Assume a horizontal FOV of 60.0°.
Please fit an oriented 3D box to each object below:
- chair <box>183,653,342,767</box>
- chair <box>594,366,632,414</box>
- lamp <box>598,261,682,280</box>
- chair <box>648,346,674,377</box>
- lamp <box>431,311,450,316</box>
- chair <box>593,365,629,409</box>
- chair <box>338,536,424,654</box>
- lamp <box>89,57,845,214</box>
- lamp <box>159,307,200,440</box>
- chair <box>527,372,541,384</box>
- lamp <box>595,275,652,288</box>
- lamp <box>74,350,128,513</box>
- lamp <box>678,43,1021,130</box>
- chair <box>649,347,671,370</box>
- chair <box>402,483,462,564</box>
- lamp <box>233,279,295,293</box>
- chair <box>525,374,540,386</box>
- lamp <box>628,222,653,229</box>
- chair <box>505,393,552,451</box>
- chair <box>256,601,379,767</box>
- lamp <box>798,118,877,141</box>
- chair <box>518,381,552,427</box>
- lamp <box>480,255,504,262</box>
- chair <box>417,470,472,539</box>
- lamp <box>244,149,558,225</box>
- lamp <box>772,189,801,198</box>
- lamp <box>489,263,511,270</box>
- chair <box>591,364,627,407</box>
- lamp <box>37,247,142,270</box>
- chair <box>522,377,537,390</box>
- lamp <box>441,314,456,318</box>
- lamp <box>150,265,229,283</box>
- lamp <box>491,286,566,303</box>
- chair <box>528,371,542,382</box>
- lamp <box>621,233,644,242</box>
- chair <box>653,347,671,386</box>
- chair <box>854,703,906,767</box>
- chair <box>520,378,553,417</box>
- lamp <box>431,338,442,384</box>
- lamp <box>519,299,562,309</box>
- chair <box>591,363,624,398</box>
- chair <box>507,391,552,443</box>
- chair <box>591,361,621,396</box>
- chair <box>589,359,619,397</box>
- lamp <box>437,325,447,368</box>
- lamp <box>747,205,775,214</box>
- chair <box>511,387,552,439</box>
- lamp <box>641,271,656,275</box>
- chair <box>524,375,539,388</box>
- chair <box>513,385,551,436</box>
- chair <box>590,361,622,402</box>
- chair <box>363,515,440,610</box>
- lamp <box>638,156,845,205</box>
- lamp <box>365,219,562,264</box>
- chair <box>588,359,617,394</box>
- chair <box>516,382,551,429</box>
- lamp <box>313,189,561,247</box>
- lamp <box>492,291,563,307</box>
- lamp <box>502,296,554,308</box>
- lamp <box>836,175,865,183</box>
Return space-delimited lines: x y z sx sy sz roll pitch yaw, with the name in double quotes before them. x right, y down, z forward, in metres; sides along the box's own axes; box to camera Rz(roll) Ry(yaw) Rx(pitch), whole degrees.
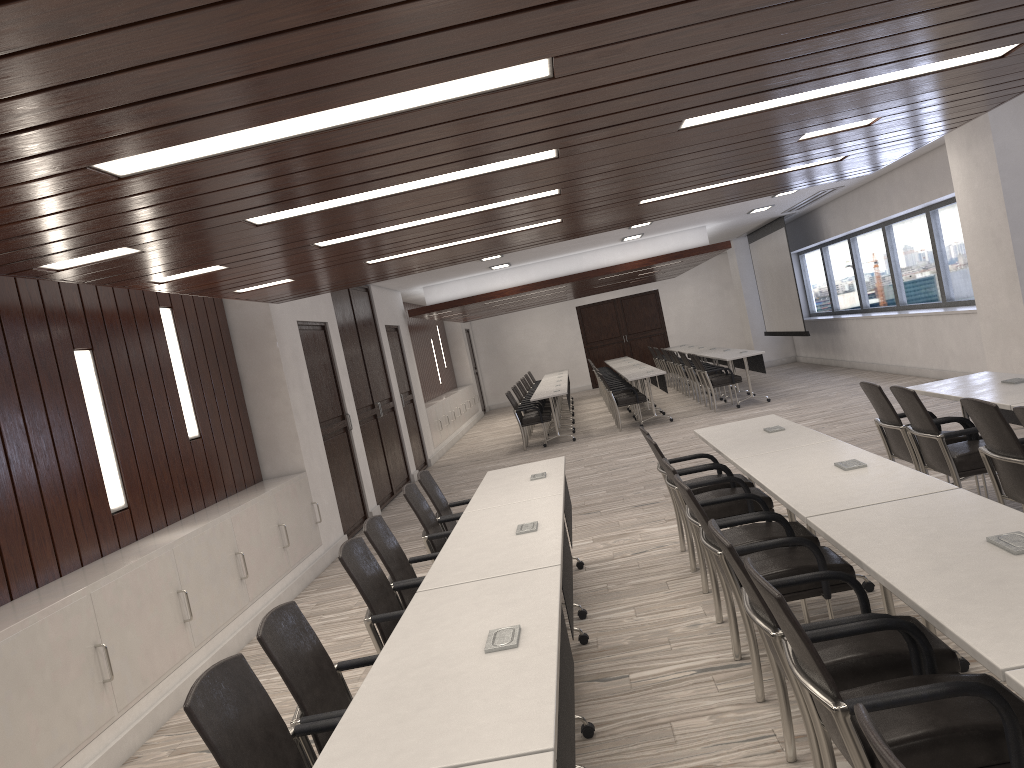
"chair" -0.452 1.192 2.454 0.638 0.939 0.513 -12 2 5
"chair" 1.966 0.057 16.961 0.638 0.939 0.513 -12 2 5
"lamp" 2.234 -2.012 15.508 1.496 0.045 0.236 -12 2 4
"chair" 3.758 -0.536 21.914 0.638 0.939 0.513 -12 2 5
"lamp" -1.287 -1.279 15.778 0.464 0.045 0.236 -12 2 4
"chair" 1.996 0.028 17.476 0.638 0.939 0.513 -12 2 5
"chair" -0.352 1.106 3.974 0.638 0.939 0.513 -12 2 5
"lamp" 2.288 -1.995 8.831 1.469 0.552 14.295 -11 3 27
"lamp" -2.675 -0.076 7.015 0.094 1.058 0.236 -12 2 4
"chair" 0.783 0.106 21.619 0.638 0.939 0.513 -12 2 4
"lamp" 2.418 -2.173 18.358 1.496 0.045 0.236 -12 2 4
"lamp" -2.695 0.310 5.714 0.094 1.058 0.236 -12 2 4
"lamp" 1.490 -1.358 3.994 1.496 0.045 0.236 -12 2 4
"chair" 3.716 -0.504 21.396 0.638 0.939 0.513 -12 2 5
"chair" -0.264 1.022 5.491 0.638 0.939 0.513 -12 2 4
"lamp" -1.875 -0.762 6.675 0.464 0.045 0.236 -12 2 4
"chair" 0.711 0.164 20.628 0.638 0.939 0.513 -12 2 5
"lamp" 1.781 -2.265 12.290 0.324 0.120 0.519 -12 2 4
"chair" 0.299 0.535 14.039 0.638 0.939 0.513 -12 2 5
"chair" -0.418 1.162 2.983 0.638 0.939 0.513 -12 2 3
"lamp" 1.856 -1.482 5.068 0.421 0.046 0.236 -12 2 4
"chair" 0.519 0.336 17.582 0.638 0.939 0.513 -12 2 4
"lamp" -0.307 -1.831 12.450 0.324 0.120 0.519 -12 2 4
"chair" -0.230 0.992 6.019 0.638 0.939 0.513 -12 2 4
"lamp" -0.522 -0.940 4.148 1.496 0.045 0.236 -12 2 4
"lamp" 3.764 -2.678 12.138 0.324 0.120 0.519 -12 2 4
"lamp" -0.197 -1.928 14.154 0.324 0.120 0.519 -12 2 4
"chair" 2.060 -0.029 18.480 0.638 0.939 0.513 -12 2 4
"lamp" -2.031 -0.626 4.264 0.464 0.045 0.236 -12 2 4
"chair" 0.624 0.248 19.109 0.638 0.939 0.513 -12 2 3
"lamp" -1.188 -1.366 17.312 0.464 0.045 0.236 -12 2 4
"lamp" -1.960 -0.688 5.360 0.464 0.045 0.236 -12 2 4
"lamp" 0.222 -1.593 15.662 1.496 0.045 0.236 -12 2 4
"chair" 0.814 0.077 22.141 0.638 0.939 0.513 -12 2 5
"lamp" 1.891 -2.362 13.995 0.324 0.120 0.519 -12 2 4
"chair" 3.655 -0.449 20.409 0.638 0.939 0.513 -12 2 4
"chair" 0.960 0.942 1.349 0.638 0.939 0.513 -12 2 4
"chair" 0.575 0.281 18.587 0.638 0.939 0.513 -12 2 5
"lamp" -1.766 -0.505 20.077 0.094 1.058 0.236 -12 2 4
"lamp" 0.562 -1.891 20.923 1.496 0.045 0.236 -12 2 4
"chair" 2.104 -0.061 19.001 0.638 0.939 0.513 -12 2 4
"chair" 0.324 0.507 14.560 0.638 0.939 0.513 -12 2 4
"chair" 2.204 -0.147 20.515 0.638 0.939 0.513 -12 2 5
"chair" 2.272 -0.204 21.511 0.638 0.939 0.513 -12 2 5
"lamp" -1.747 -0.890 21.379 0.094 1.058 0.236 -12 2 4
"lamp" 3.874 -2.775 13.843 0.324 0.120 0.519 -12 2 4
"chair" 0.390 0.450 15.559 0.638 0.939 0.513 -12 2 4
"lamp" 2.629 -2.160 17.020 0.421 0.046 0.236 -12 2 4
"chair" 0.677 0.193 20.104 0.638 0.939 0.513 -12 2 4
"chair" 0.425 0.420 16.090 0.638 0.939 0.513 -12 2 5
"chair" 2.164 -0.116 19.998 0.638 0.939 0.513 -12 2 4
"chair" -0.333 1.080 4.494 0.638 0.939 0.513 -12 2 3
"lamp" 1.646 -1.495 6.405 1.496 0.045 0.236 -12 2 4
"lamp" -0.366 -1.076 6.559 1.496 0.045 0.236 -12 2 4
"chair" 2.290 -0.230 22.029 0.638 0.939 0.513 -12 2 3
"chair" 0.479 0.366 17.066 0.638 0.939 0.513 -12 2 5
"lamp" -0.451 -1.002 5.244 1.496 0.045 0.236 -12 2 4
"lamp" 0.321 -1.680 17.197 1.496 0.045 0.236 -12 2 4
"lamp" 0.406 -1.754 18.512 1.496 0.045 0.236 -12 2 4
"lamp" 3.182 -2.080 6.433 1.499 0.552 12.000 -11 3 21
